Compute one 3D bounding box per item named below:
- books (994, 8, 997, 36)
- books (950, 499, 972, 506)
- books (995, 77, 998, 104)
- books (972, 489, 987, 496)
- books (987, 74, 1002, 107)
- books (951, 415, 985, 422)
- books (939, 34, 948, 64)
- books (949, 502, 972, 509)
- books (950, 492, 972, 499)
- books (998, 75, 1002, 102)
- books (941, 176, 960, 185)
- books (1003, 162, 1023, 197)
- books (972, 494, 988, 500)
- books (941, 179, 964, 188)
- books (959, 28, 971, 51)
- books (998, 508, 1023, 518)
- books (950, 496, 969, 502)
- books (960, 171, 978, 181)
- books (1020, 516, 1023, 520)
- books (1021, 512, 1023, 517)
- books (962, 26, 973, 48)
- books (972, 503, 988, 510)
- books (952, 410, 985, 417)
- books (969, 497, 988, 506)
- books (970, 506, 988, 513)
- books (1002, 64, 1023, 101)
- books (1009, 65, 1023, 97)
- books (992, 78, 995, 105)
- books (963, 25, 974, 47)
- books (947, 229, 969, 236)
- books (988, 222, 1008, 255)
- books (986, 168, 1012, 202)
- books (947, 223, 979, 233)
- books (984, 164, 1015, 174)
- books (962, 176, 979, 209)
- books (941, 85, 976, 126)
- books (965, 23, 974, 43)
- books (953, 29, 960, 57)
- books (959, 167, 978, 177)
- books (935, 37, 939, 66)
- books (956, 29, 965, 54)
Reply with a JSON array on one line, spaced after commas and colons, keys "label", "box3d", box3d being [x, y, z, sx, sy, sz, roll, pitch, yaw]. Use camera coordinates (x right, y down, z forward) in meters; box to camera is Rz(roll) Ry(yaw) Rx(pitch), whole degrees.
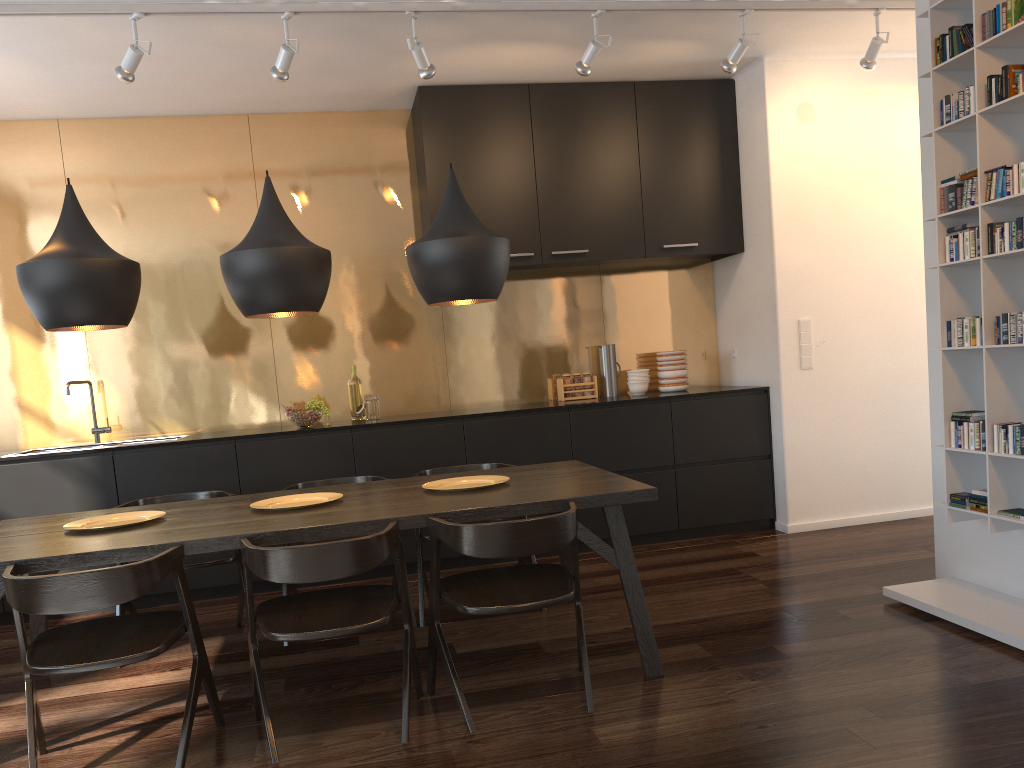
[{"label": "books", "box3d": [1.724, -1.265, 3.108, 0.069, 0.108, 0.012, -6, 6, -11]}, {"label": "books", "box3d": [1.805, 0.467, 3.515, 0.069, 0.014, 0.092, -5, 1, -11]}, {"label": "books", "box3d": [1.733, -1.032, 3.111, 0.069, 0.093, 0.013, -5, 5, -11]}, {"label": "books", "box3d": [1.826, 0.416, 3.389, 0.069, 0.014, 0.092, -5, 1, -11]}, {"label": "books", "box3d": [1.724, -1.040, 3.141, 0.069, 0.108, 0.023, -6, 5, -11]}, {"label": "books", "box3d": [1.796, 0.135, 3.481, 0.069, 0.023, 0.107, -5, 2, -11]}, {"label": "books", "box3d": [1.658, -1.269, 3.355, 0.069, 0.108, 0.023, -6, 5, -11]}, {"label": "books", "box3d": [1.805, 0.481, 3.516, 0.074, 0.015, 0.098, -5, 1, -11]}, {"label": "books", "box3d": [1.804, 0.443, 3.509, 0.069, 0.009, 0.107, -5, 1, -11]}, {"label": "books", "box3d": [1.735, -1.033, 3.094, 0.069, 0.093, 0.020, -5, 5, -11]}, {"label": "books", "box3d": [1.710, -0.785, 3.401, 0.069, 0.014, 0.093, -5, 1, -6]}, {"label": "books", "box3d": [1.798, -0.718, 3.070, 0.122, 0.113, 0.136, -5, 3, -11]}, {"label": "books", "box3d": [1.826, 0.430, 3.390, 0.069, 0.014, 0.092, -5, 1, -11]}, {"label": "books", "box3d": [1.713, -0.772, 3.406, 0.069, 0.014, 0.092, -5, 1, -11]}, {"label": "books", "box3d": [1.683, -1.261, 3.240, 0.069, 0.091, 0.046, -5, 5, -11]}, {"label": "books", "box3d": [1.886, 0.480, 3.287, 0.093, 0.012, 0.111, -5, 1, -11]}, {"label": "books", "box3d": [1.802, 0.454, 3.515, 0.069, 0.015, 0.092, -5, 1, -11]}, {"label": "books", "box3d": [1.728, -0.775, 3.278, 0.069, 0.018, 0.107, -5, 1, -11]}, {"label": "books", "box3d": [1.887, 0.483, 3.170, 0.069, 0.014, 0.092, -5, 1, -11]}, {"label": "books", "box3d": [1.884, 0.470, 3.165, 0.069, 0.014, 0.093, -5, 1, -6]}, {"label": "books", "box3d": [1.688, -1.264, 3.223, 0.069, 0.099, 0.057, -6, 5, -11]}, {"label": "books", "box3d": [1.828, 0.468, 3.394, 0.069, 0.014, 0.092, -5, 1, -11]}, {"label": "books", "box3d": [1.811, 0.116, 3.481, 0.093, 0.012, 0.111, -5, 1, -11]}, {"label": "books", "box3d": [1.824, 0.450, 3.399, 0.069, 0.023, 0.107, -5, 2, -11]}, {"label": "books", "box3d": [1.831, 0.483, 3.403, 0.069, 0.016, 0.107, -5, 1, -11]}, {"label": "books", "box3d": [1.741, -1.045, 3.069, 0.074, 0.116, 0.028, -6, 5, -11]}, {"label": "books", "box3d": [1.747, -1.040, 3.047, 0.069, 0.108, 0.016, -6, 6, -11]}, {"label": "books", "box3d": [1.731, -1.033, 3.124, 0.069, 0.093, 0.013, -5, 5, -11]}, {"label": "books", "box3d": [1.690, -1.264, 3.214, 0.069, 0.099, 0.057, -6, 5, -11]}, {"label": "books", "box3d": [1.758, -0.586, 3.415, 0.093, 0.012, 0.111, -5, 1, -11]}, {"label": "books", "box3d": [1.777, -0.530, 3.227, 0.074, 0.116, 0.028, -6, 5, -11]}, {"label": "books", "box3d": [1.767, -0.714, 3.175, 0.096, 0.108, 0.087, -5, 4, -11]}, {"label": "books", "box3d": [1.759, -0.602, 3.416, 0.096, 0.022, 0.111, -5, 1, -11]}, {"label": "books", "box3d": [1.758, -0.770, 3.163, 0.069, 0.008, 0.107, -5, 1, -11]}, {"label": "books", "box3d": [1.748, -0.715, 3.290, 0.096, 0.108, 0.114, -5, 3, -11]}, {"label": "books", "box3d": [1.720, -1.047, 3.313, 0.108, 0.113, 0.221, -5, 2, -11]}, {"label": "books", "box3d": [1.691, -1.264, 3.205, 0.069, 0.099, 0.057, -6, 5, -11]}, {"label": "books", "box3d": [1.675, -1.266, 3.281, 0.074, 0.100, 0.019, -5, 5, -11]}, {"label": "books", "box3d": [1.736, -0.790, 3.278, 0.093, 0.014, 0.111, -5, 1, -11]}, {"label": "books", "box3d": [1.656, -1.270, 3.388, 0.069, 0.108, 0.016, -6, 6, -11]}, {"label": "books", "box3d": [1.680, -1.262, 3.263, 0.069, 0.094, 0.028, -5, 5, -11]}]
